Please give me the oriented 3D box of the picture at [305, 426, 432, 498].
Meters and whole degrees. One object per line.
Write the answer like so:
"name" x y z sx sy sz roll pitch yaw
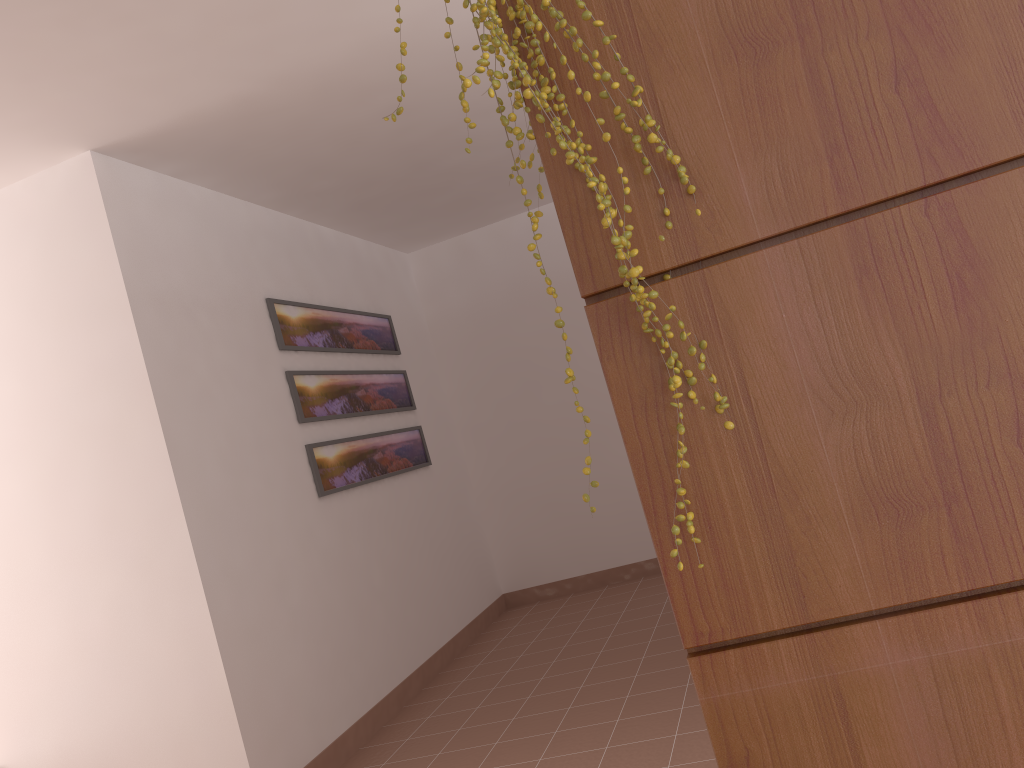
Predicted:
"picture" -0.715 0.385 4.714 0.015 0.248 1.408 -17 -4 15

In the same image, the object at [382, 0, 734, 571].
"object" 0.008 -0.446 1.033 0.297 1.344 0.279 -14 -4 -25

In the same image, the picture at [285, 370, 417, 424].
"picture" -0.811 0.049 4.735 0.015 0.248 1.408 -17 -4 15

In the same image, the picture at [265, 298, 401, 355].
"picture" -0.907 -0.287 4.756 0.015 0.248 1.408 -17 -4 15
